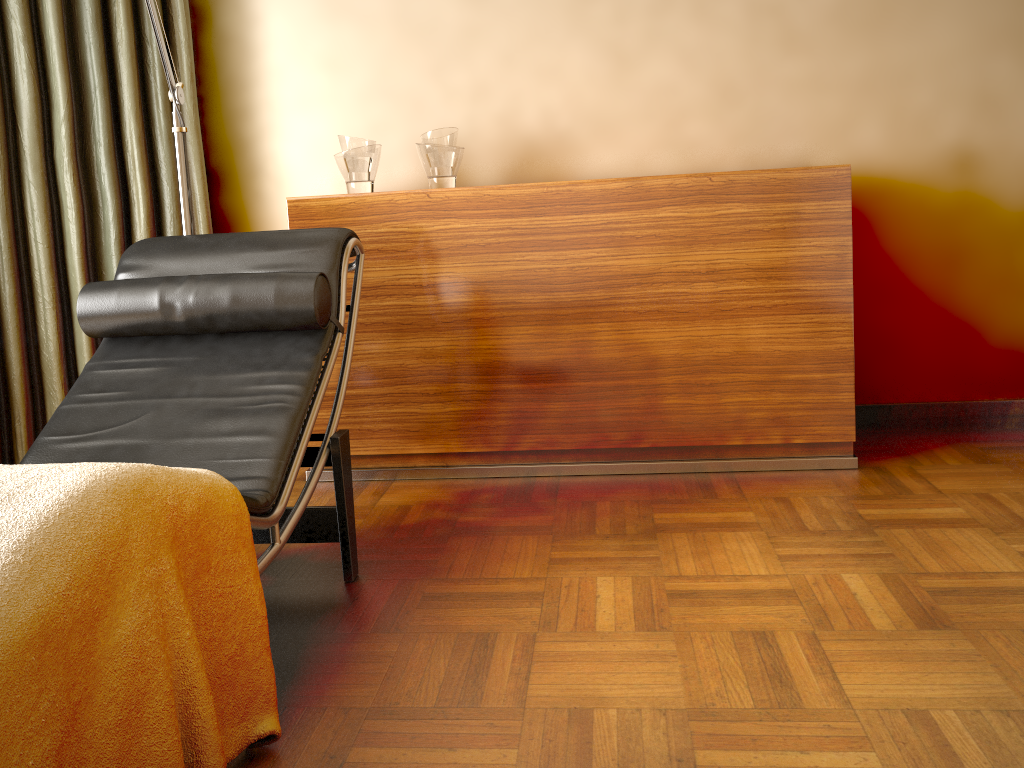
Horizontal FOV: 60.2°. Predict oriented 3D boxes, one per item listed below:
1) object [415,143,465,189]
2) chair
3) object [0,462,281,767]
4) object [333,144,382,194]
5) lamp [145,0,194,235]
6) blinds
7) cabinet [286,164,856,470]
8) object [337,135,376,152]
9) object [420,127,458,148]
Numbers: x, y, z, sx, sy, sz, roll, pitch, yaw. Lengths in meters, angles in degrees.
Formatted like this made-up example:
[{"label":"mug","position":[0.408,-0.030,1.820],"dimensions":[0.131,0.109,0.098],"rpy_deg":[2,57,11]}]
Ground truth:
[{"label":"object","position":[-0.225,-0.695,2.809],"dimensions":[0.155,0.153,0.157],"rpy_deg":[-4,8,-3]},{"label":"chair","position":[-0.738,0.147,1.557],"dimensions":[0.635,0.789,1.810],"rpy_deg":[-2,10,6]},{"label":"object","position":[-0.798,0.396,1.051],"dimensions":[0.917,0.515,0.920],"rpy_deg":[-2,10,6]},{"label":"object","position":[-0.491,-0.686,2.837],"dimensions":[0.157,0.153,0.156],"rpy_deg":[-9,10,-37]},{"label":"lamp","position":[-0.819,-0.437,1.791],"dimensions":[0.451,1.948,1.431],"rpy_deg":[-2,7,10]},{"label":"blinds","position":[-1.654,-0.828,2.496],"dimensions":[1.542,2.429,0.225],"rpy_deg":[-9,8,-39]},{"label":"cabinet","position":[0.183,-0.215,2.862],"dimensions":[1.673,0.854,0.420],"rpy_deg":[-2,7,6]},{"label":"object","position":[-0.493,-0.724,2.833],"dimensions":[0.122,0.148,0.124],"rpy_deg":[-5,8,-12]},{"label":"object","position":[-0.227,-0.733,2.805],"dimensions":[0.123,0.148,0.123],"rpy_deg":[-5,8,-14]}]
